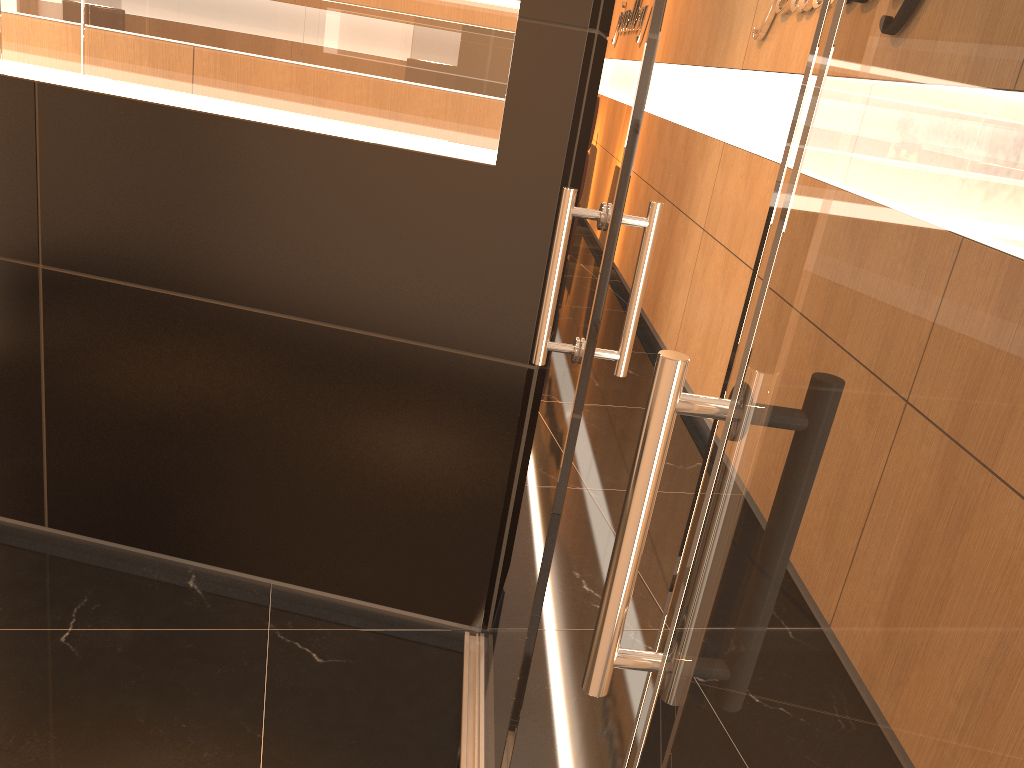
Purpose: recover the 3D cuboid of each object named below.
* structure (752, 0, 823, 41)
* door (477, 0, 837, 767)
[{"bbox_3d":[1.368,-1.696,3.751,0.034,0.442,2.050,8,20,-5],"label":"structure"},{"bbox_3d":[0.242,-0.261,1.059,0.098,3.285,2.473,8,20,-5],"label":"door"}]
